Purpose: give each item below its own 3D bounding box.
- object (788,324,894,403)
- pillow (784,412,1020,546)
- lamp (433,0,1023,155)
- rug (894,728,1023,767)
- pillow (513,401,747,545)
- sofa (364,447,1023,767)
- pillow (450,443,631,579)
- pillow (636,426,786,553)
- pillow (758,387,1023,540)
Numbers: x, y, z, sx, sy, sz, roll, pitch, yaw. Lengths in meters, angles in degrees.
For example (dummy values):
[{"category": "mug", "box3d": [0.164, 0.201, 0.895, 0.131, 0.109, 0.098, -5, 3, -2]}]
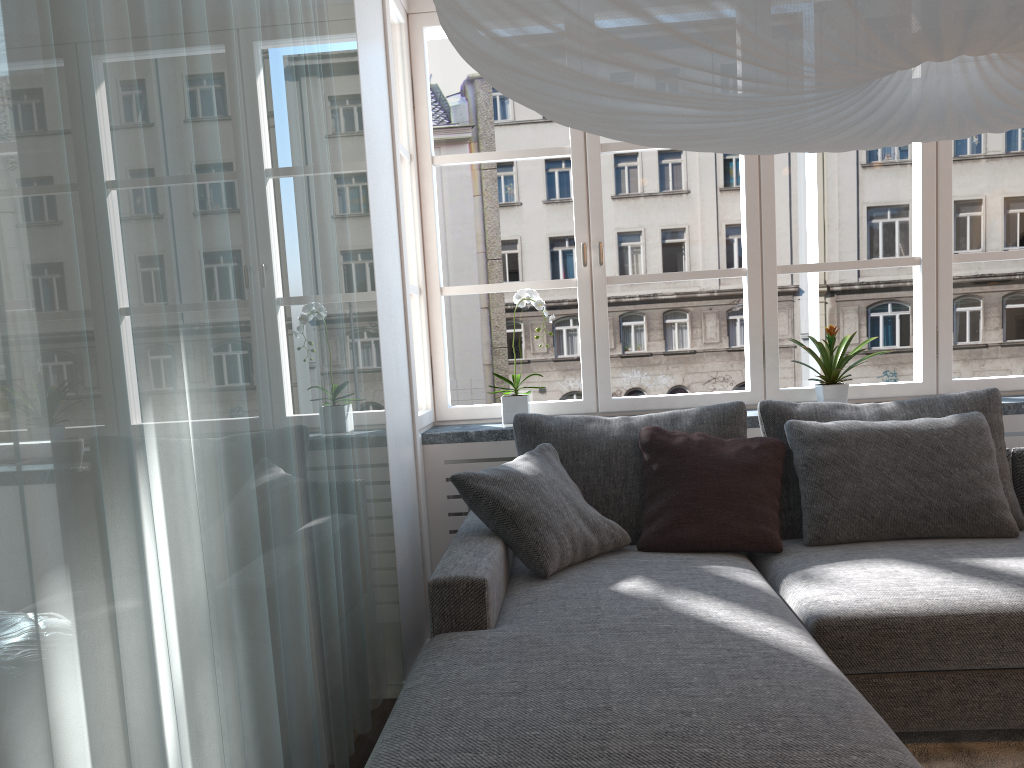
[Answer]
[{"category": "object", "box3d": [1.277, -0.069, 3.446, 0.375, 0.331, 0.321, -5, 5, -21]}, {"category": "pillow", "box3d": [1.263, 0.308, 2.899, 0.667, 0.400, 0.290, -3, 5, 4]}, {"category": "lamp", "box3d": [0.626, -0.518, 1.274, 1.470, 0.211, 1.461, -1, 3, 41]}, {"category": "rug", "box3d": [1.221, 1.009, 1.125, 2.832, 0.012, 2.825, -4, 3, -16]}, {"category": "pillow", "box3d": [0.418, 0.325, 3.090, 0.836, 0.482, 0.273, -3, 6, 5]}, {"category": "sofa", "box3d": [1.298, 0.627, 2.202, 3.068, 0.677, 2.026, -3, 3, 4]}, {"category": "pillow", "box3d": [0.100, 0.392, 2.818, 0.346, 0.362, 0.512, 1, 6, 43]}, {"category": "pillow", "box3d": [0.663, 0.342, 2.919, 0.521, 0.406, 0.308, -3, 5, 6]}, {"category": "pillow", "box3d": [1.286, 0.274, 3.036, 0.839, 0.479, 0.274, -3, 6, 5]}]
